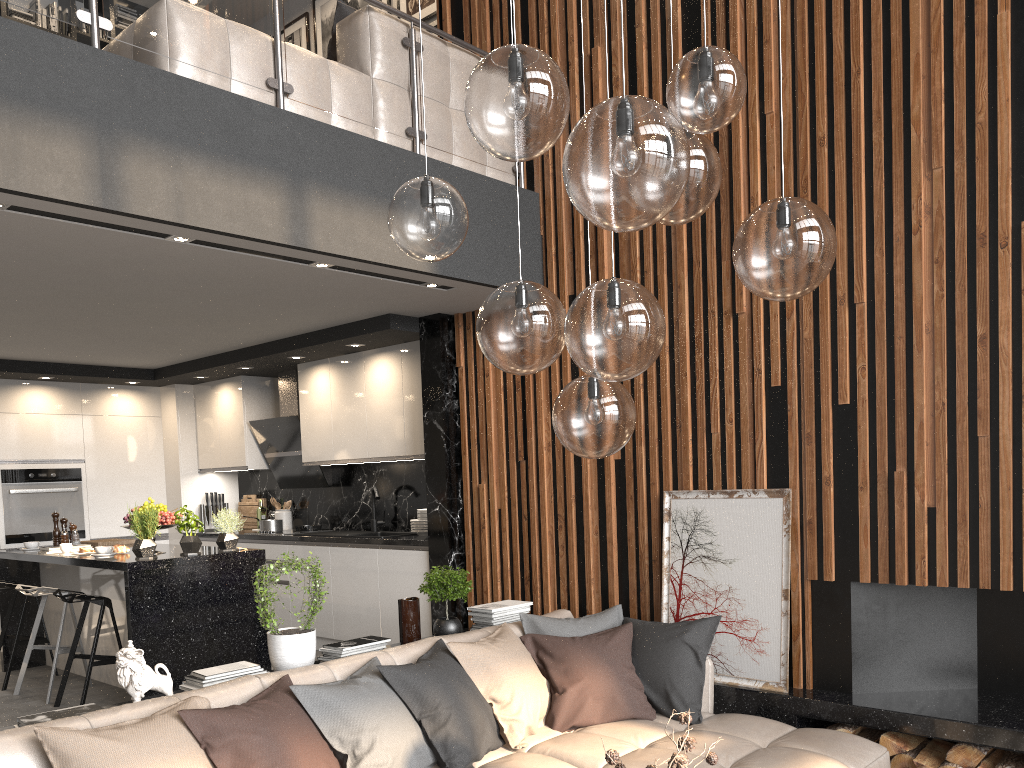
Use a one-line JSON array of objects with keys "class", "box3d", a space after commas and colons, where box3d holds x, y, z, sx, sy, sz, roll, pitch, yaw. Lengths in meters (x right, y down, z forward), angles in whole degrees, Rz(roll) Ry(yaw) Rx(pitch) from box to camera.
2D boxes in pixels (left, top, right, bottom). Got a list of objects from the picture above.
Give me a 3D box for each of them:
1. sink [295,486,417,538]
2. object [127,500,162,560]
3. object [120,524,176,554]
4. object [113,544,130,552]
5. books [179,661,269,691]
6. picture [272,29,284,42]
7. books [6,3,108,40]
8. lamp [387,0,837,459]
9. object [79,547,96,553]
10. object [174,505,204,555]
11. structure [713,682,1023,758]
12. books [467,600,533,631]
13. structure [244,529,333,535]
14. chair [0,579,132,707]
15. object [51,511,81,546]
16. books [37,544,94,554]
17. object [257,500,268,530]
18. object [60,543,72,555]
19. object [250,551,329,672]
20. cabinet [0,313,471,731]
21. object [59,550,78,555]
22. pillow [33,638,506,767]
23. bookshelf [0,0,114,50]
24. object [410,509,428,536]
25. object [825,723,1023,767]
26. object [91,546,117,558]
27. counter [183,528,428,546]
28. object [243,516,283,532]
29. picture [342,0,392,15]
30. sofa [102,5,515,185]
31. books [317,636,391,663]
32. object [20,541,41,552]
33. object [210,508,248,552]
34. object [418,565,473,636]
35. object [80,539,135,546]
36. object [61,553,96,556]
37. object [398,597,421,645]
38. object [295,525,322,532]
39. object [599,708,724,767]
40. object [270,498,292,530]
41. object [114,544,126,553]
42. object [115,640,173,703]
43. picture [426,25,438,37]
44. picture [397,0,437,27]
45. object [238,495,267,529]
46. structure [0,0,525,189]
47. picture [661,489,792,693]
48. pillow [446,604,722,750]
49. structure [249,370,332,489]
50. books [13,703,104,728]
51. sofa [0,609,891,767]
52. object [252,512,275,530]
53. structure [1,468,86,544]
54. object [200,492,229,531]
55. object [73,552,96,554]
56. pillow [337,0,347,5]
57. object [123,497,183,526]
[{"class": "sink", "box3d": [-1.197, 1.087, 6.948, 1.116, 0.549, 0.496, -6, -3, 42]}, {"class": "object", "box3d": [-2.204, 0.868, 5.275, 0.196, 0.371, 0.185, -2, 1, -3]}, {"class": "object", "box3d": [-2.328, 1.004, 5.661, 0.367, 0.188, 0.368, -3, -4, 6]}, {"class": "object", "box3d": [-2.599, 1.088, 5.778, 0.070, 0.060, 0.131, -4, -5, 42]}, {"class": "books", "box3d": [-1.210, 1.260, 3.728, 0.194, 0.100, 0.347, -6, -6, 42]}, {"class": "picture", "box3d": [-2.047, -2.589, 7.753, 0.874, 0.998, 0.024, -3, 2, 42]}, {"class": "books", "box3d": [-3.918, -2.095, 7.076, 0.212, 2.337, 3.432, 1, 0, 42]}, {"class": "lamp", "box3d": [0.158, -2.336, 1.940, 1.231, 5.023, 1.222, 0, 4, 39]}, {"class": "object", "box3d": [-2.836, 1.114, 5.867, 0.128, 0.043, 0.074, -6, -5, 35]}, {"class": "object", "box3d": [-2.012, 0.908, 5.455, 0.178, 0.314, 0.172, -3, 1, -37]}, {"class": "structure", "box3d": [2.226, 1.663, 3.873, 6.553, 0.460, 0.666, -8, -6, 42]}, {"class": "books", "box3d": [-0.063, 1.311, 4.907, 0.200, 0.151, 0.332, -5, -5, 43]}, {"class": "structure", "box3d": [-1.946, 1.291, 7.620, 0.602, 0.060, 0.509, -7, -8, 42]}, {"class": "chair", "box3d": [-3.033, 1.683, 5.802, 1.734, 0.740, 0.432, -6, -2, 42]}, {"class": "object", "box3d": [-3.370, 1.097, 6.640, 0.200, 0.285, 0.149, -2, 1, 25]}, {"class": "books", "box3d": [-3.156, 1.164, 6.186, 0.173, 0.038, 0.322, -7, -8, 41]}, {"class": "object", "box3d": [-2.342, 1.229, 8.238, 0.082, 0.284, 0.089, 0, 3, 43]}, {"class": "object", "box3d": [-2.984, 1.105, 5.862, 0.077, 0.071, 0.084, -2, -2, 2]}, {"class": "object", "box3d": [-0.996, 1.034, 3.936, 0.216, 0.578, 0.383, -1, 1, 23]}, {"class": "cabinet", "box3d": [-2.760, 0.707, 6.291, 6.222, 3.257, 3.611, -6, -4, 42]}, {"class": "object", "box3d": [-2.953, 1.122, 5.826, 0.130, 0.027, 0.027, -2, -1, 2]}, {"class": "pillow", "box3d": [-0.681, 1.349, 3.314, 0.544, 0.500, 1.939, -4, -5, 41]}, {"class": "bookshelf", "box3d": [-3.923, -2.050, 7.085, 0.248, 2.523, 3.514, 1, 0, 42]}, {"class": "object", "box3d": [-0.606, 1.029, 6.526, 0.300, 0.196, 0.306, 1, -5, -45]}, {"class": "object", "box3d": [2.992, 1.601, 2.947, 4.052, 0.392, 0.434, -8, -5, 43]}, {"class": "object", "box3d": [-2.550, 1.051, 5.472, 0.155, 0.071, 0.155, -3, -5, 11]}, {"class": "counter", "box3d": [-1.627, 1.269, 7.331, 3.468, 0.040, 0.609, -8, -8, 42]}, {"class": "object", "box3d": [-2.173, 1.232, 7.708, 0.349, 0.154, 0.200, -5, -4, 33]}, {"class": "picture", "box3d": [-1.304, -2.930, 7.054, 0.994, 0.658, 0.024, -5, 0, 42]}, {"class": "sofa", "box3d": [-1.527, -1.468, 5.216, 2.294, 0.784, 2.274, -7, -7, 42]}, {"class": "books", "box3d": [-0.768, 1.289, 4.208, 0.205, 0.099, 0.325, -6, -6, 42]}, {"class": "object", "box3d": [-3.453, 1.172, 6.294, 0.155, 0.070, 0.155, -3, -5, 11]}, {"class": "object", "box3d": [-1.842, 0.940, 5.679, 0.220, 0.285, 0.211, -2, 0, -35]}, {"class": "object", "box3d": [-0.352, 1.166, 4.653, 0.309, 0.410, 0.271, -2, 0, 2]}, {"class": "object", "box3d": [-3.172, 1.238, 6.839, 0.402, 0.030, 0.290, -7, -8, 42]}, {"class": "object", "box3d": [-2.898, 1.136, 5.854, 0.229, 0.003, 0.227, -8, -8, 42]}, {"class": "object", "box3d": [-0.521, 1.223, 4.461, 0.108, 0.269, 0.109, -4, 3, -42]}, {"class": "object", "box3d": [-1.789, 1.242, 7.549, 0.233, 0.060, 0.352, -4, -6, 21]}, {"class": "object", "box3d": [0.388, 1.137, 2.256, 0.318, 0.605, 0.541, -2, -1, 13]}, {"class": "object", "box3d": [-2.094, 1.187, 8.020, 0.174, 0.306, 0.158, -3, 2, -44]}, {"class": "object", "box3d": [-2.570, 1.082, 5.732, 0.074, 0.059, 0.060, -1, -2, -27]}, {"class": "object", "box3d": [-1.442, 1.142, 3.438, 0.206, 0.291, 0.135, -2, 1, -28]}, {"class": "picture", "box3d": [-0.610, -2.290, 6.488, 0.647, 0.646, 0.024, -3, 2, 42]}, {"class": "picture", "box3d": [-0.682, -2.889, 6.504, 0.506, 0.413, 0.024, -4, 1, 42]}, {"class": "object", "box3d": [-2.525, 1.238, 8.475, 0.402, 0.332, 0.097, -4, 0, 42]}, {"class": "structure", "box3d": [-2.573, -1.456, 4.809, 3.387, 0.742, 4.217, -7, -8, 42]}, {"class": "picture", "box3d": [1.092, 1.045, 4.521, 0.730, 1.003, 0.100, -2, 2, 42]}, {"class": "pillow", "box3d": [0.329, 1.419, 4.267, 1.381, 0.550, 0.763, -1, -3, -17]}, {"class": "structure", "box3d": [-1.911, 0.400, 7.644, 0.739, 1.036, 0.411, -2, 2, 42]}, {"class": "books", "box3d": [-1.651, 1.239, 3.220, 0.293, 0.054, 0.184, 3, -8, -43]}, {"class": "sofa", "box3d": [-0.064, 1.504, 3.278, 1.882, 0.820, 3.240, -6, -7, 42]}, {"class": "object", "box3d": [-2.286, 1.281, 8.181, 0.273, 0.164, 0.180, -5, -4, 42]}, {"class": "structure", "box3d": [-4.289, 1.084, 7.828, 0.653, 0.635, 0.653, -3, -2, 42]}, {"class": "object", "box3d": [-2.870, 1.229, 8.446, 0.067, 0.374, 0.321, 1, 1, 42]}, {"class": "object", "box3d": [-2.842, 1.130, 5.863, 0.191, 0.012, 0.192, 0, -6, -15]}, {"class": "pillow", "box3d": [-0.956, -1.706, 5.353, 0.759, 0.548, 1.390, -1, -5, -17]}, {"class": "object", "box3d": [-2.335, 0.838, 5.663, 0.320, 0.216, 0.347, -5, -4, 40]}]
